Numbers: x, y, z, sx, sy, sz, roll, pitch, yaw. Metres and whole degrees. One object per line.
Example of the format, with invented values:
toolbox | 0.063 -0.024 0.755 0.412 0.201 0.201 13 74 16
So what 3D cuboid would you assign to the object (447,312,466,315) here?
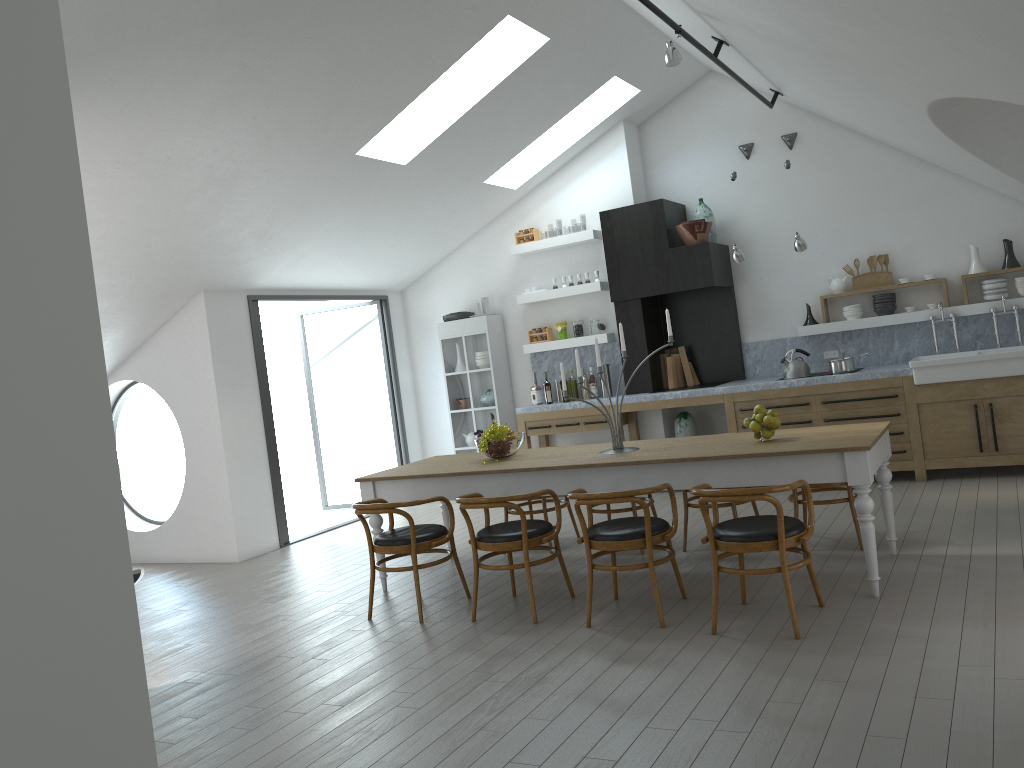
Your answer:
object | -0.594 -0.734 9.953 0.238 0.119 0.238 -7 1 29

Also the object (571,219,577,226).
object | 0.660 -1.652 9.355 0.048 0.169 0.048 -8 0 37

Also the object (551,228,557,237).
object | 0.452 -1.589 9.366 0.071 0.098 0.071 -8 0 -7

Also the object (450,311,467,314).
object | -0.595 -0.743 9.953 0.170 0.119 0.170 -7 1 29

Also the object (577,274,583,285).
object | 0.710 -1.094 9.304 0.067 0.124 0.064 -7 0 23

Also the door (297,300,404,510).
door | -1.864 0.257 10.328 1.050 2.347 0.080 -8 0 14

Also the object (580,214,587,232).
object | 0.741 -1.667 9.183 0.063 0.187 0.063 -8 0 -3

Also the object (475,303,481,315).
object | -0.377 -0.836 9.773 0.054 0.196 0.054 -7 0 -36

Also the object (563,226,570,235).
object | 0.583 -1.610 9.360 0.082 0.105 0.082 -8 0 -3

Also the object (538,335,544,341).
object | 0.311 -0.494 9.585 0.058 0.075 0.058 -8 0 -38

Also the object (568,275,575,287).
object | 0.621 -1.083 9.337 0.067 0.124 0.064 -7 0 23

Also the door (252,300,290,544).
door | -2.764 0.417 8.746 1.049 2.347 0.080 -8 0 29

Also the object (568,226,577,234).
object | 0.640 -1.606 9.294 0.077 0.085 0.077 -8 1 -28

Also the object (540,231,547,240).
object | 0.342 -1.582 9.495 0.082 0.105 0.082 -8 0 -3

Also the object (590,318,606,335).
object | 0.886 -0.603 9.244 0.208 0.178 0.103 -8 0 -39

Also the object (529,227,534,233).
object | 0.217 -1.651 9.558 0.058 0.075 0.058 -8 0 -38

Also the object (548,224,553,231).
object | 0.419 -1.624 9.490 0.048 0.169 0.048 -8 0 37

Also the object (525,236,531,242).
object | 0.170 -1.559 9.590 0.058 0.075 0.058 -8 0 -38

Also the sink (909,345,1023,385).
sink | 3.952 -0.167 7.499 1.019 0.202 0.728 -7 2 29

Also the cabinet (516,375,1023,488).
cabinet | 3.116 0.458 8.171 6.417 1.022 1.005 -7 1 29

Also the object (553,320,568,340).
object | 0.524 -0.569 9.442 0.163 0.199 0.128 -7 0 24

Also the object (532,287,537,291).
object | 0.244 -1.015 9.572 0.054 0.071 0.054 -7 0 28

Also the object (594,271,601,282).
object | 0.883 -1.115 9.197 0.067 0.124 0.064 -7 0 23

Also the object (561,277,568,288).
object | 0.554 -1.076 9.392 0.067 0.124 0.064 -7 0 23

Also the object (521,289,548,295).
object | 0.248 -0.988 9.572 0.294 0.025 0.113 -7 2 29

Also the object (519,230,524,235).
object | 0.101 -1.638 9.623 0.058 0.075 0.058 -8 0 -38

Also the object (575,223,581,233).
object | 0.693 -1.618 9.231 0.071 0.098 0.071 -8 0 -7

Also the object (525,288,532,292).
object | 0.181 -1.002 9.609 0.058 0.061 0.057 -7 1 29

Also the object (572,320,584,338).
object | 0.699 -0.583 9.347 0.120 0.183 0.120 -7 0 44

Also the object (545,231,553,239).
object | 0.400 -1.577 9.429 0.077 0.085 0.077 -8 1 -28

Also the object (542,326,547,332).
object | 0.358 -0.586 9.553 0.058 0.075 0.058 -8 0 -38

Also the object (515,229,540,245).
object | 0.168 -1.583 9.588 0.237 0.146 0.120 -7 1 29

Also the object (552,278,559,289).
object | 0.458 -1.065 9.446 0.067 0.124 0.064 -7 0 23

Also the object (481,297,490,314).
object | -0.292 -0.856 9.836 0.072 0.211 0.071 -7 0 -37

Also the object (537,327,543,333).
object | 0.300 -0.579 9.586 0.058 0.075 0.058 -8 0 -38

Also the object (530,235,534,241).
object | 0.228 -1.566 9.558 0.058 0.075 0.058 -8 0 -38

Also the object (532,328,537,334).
object | 0.242 -0.572 9.618 0.058 0.075 0.058 -8 0 -38

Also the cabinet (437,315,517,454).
cabinet | -0.346 0.262 9.886 0.641 1.990 0.361 -8 0 29

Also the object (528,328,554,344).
object | 0.309 -0.517 9.584 0.237 0.146 0.120 -7 1 29

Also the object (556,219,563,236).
object | 0.500 -1.639 9.318 0.063 0.187 0.063 -8 0 -3

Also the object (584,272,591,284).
object | 0.786 -1.103 9.251 0.067 0.124 0.064 -7 0 23

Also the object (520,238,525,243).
object | 0.112 -1.552 9.623 0.058 0.075 0.058 -8 0 -38

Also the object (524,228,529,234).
object | 0.159 -1.645 9.591 0.058 0.075 0.058 -8 0 -38

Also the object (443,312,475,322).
object | -0.592 -0.724 9.953 0.298 0.119 0.299 -7 1 29

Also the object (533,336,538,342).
object | 0.253 -0.487 9.618 0.058 0.075 0.058 -8 0 -38

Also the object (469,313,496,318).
object | -0.322 -0.753 9.806 0.295 0.025 0.150 -9 2 -37
